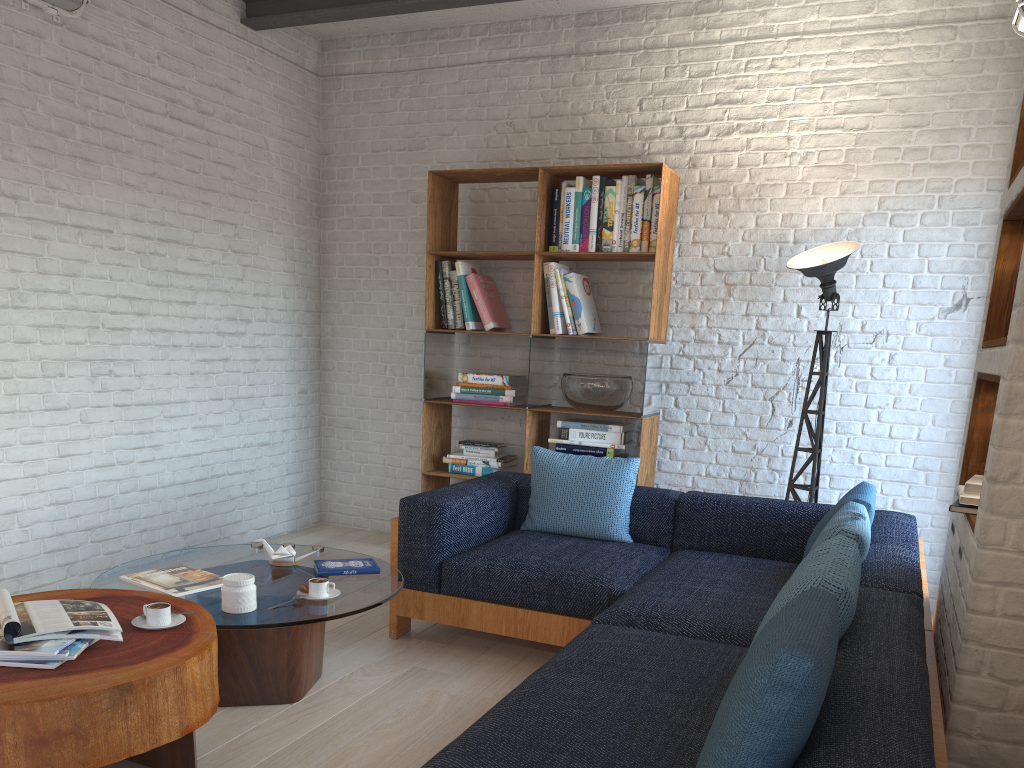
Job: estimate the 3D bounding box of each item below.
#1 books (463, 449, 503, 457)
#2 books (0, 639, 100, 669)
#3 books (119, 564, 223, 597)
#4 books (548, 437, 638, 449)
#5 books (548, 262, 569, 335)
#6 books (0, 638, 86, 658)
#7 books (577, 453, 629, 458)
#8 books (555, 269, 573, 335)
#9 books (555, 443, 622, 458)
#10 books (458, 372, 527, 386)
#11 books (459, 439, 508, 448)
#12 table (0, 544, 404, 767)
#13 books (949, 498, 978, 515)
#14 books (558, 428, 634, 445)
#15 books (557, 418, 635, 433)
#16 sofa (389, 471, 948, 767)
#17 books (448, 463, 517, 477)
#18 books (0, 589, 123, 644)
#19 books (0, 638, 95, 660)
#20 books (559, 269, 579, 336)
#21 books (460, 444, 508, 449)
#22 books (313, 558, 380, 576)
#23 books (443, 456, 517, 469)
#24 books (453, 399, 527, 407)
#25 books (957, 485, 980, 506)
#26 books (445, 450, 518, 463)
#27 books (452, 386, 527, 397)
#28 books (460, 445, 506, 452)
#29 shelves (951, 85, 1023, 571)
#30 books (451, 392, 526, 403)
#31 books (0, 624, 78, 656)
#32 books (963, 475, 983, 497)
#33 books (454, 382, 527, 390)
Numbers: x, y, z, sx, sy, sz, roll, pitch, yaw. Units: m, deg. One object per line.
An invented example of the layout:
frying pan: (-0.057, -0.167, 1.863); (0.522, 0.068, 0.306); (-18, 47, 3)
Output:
books: (-0.170, 0.406, 5.225); (0.204, 0.035, 0.130); (4, 4, 23)
books: (-1.247, 0.685, 2.312); (0.252, 0.011, 0.310); (3, 3, 3)
books: (-1.177, 0.690, 3.073); (0.314, 0.011, 0.249); (5, 4, 36)
books: (0.458, 0.326, 4.909); (0.441, 0.021, 0.267); (4, 3, 23)
books: (0.278, -0.465, 4.828); (0.102, 0.395, 0.238); (8, 11, 23)
books: (-1.255, 0.663, 2.308); (0.253, 0.011, 0.310); (2, 3, -7)
books: (0.463, 0.427, 4.927); (0.379, 0.066, 0.238); (3, 4, 10)
books: (0.330, -0.446, 4.820); (0.123, 0.359, 0.266); (8, 10, 23)
books: (0.437, 0.364, 4.913); (0.325, 0.057, 0.249); (4, 3, 18)
books: (-0.112, -0.029, 5.095); (0.324, 0.057, 0.250); (4, 4, 25)
books: (-0.170, 0.354, 5.200); (0.250, 0.017, 0.159); (4, 3, 23)
table: (-1.128, 0.902, 2.883); (1.066, 0.459, 1.801); (5, 4, 29)
books: (1.275, 0.327, 2.330); (0.160, 0.017, 0.248); (5, 3, 34)
books: (0.475, 0.283, 4.912); (0.378, 0.066, 0.239); (4, 4, 17)
books: (0.472, 0.232, 4.898); (0.377, 0.037, 0.240); (4, 3, 23)
sofa: (0.051, 0.865, 2.503); (2.064, 0.679, 3.877); (4, 4, 24)
books: (-0.177, 0.508, 5.226); (0.323, 0.057, 0.251); (5, 4, 33)
books: (-1.237, 0.637, 2.371); (0.272, 0.112, 0.315); (0, 5, -34)
books: (-1.243, 0.674, 2.324); (0.253, 0.011, 0.310); (2, 3, -7)
books: (0.353, -0.444, 4.820); (0.123, 0.359, 0.266); (8, 10, 23)
books: (-0.167, 0.366, 5.216); (0.241, 0.008, 0.153); (4, 3, 23)
books: (-0.631, 0.698, 3.323); (0.231, 0.023, 0.158); (2, 3, -19)
books: (-0.191, 0.460, 5.231); (0.377, 0.037, 0.240); (4, 3, 23)
books: (-0.127, 0.104, 5.124); (0.353, 0.021, 0.267); (4, 3, 23)
books: (1.278, 0.301, 2.310); (0.169, 0.019, 0.232); (4, 3, 25)
books: (-0.179, 0.433, 5.209); (0.378, 0.019, 0.239); (4, 3, 16)
books: (-0.127, 0.038, 5.097); (0.378, 0.037, 0.239); (4, 3, 17)
books: (-0.171, 0.379, 5.228); (0.235, 0.019, 0.167); (4, 3, 16)
shelves: (1.345, -0.254, 2.196); (0.190, 1.470, 0.750); (8, 12, 24)
books: (-0.136, 0.074, 5.115); (0.378, 0.037, 0.239); (4, 3, 18)
books: (-1.259, 0.653, 2.298); (0.252, 0.011, 0.310); (3, 3, -2)
books: (1.283, 0.275, 2.309); (0.131, 0.035, 0.203); (5, 4, 33)
books: (-0.120, 0.009, 5.109); (0.353, 0.021, 0.267); (4, 3, 21)
